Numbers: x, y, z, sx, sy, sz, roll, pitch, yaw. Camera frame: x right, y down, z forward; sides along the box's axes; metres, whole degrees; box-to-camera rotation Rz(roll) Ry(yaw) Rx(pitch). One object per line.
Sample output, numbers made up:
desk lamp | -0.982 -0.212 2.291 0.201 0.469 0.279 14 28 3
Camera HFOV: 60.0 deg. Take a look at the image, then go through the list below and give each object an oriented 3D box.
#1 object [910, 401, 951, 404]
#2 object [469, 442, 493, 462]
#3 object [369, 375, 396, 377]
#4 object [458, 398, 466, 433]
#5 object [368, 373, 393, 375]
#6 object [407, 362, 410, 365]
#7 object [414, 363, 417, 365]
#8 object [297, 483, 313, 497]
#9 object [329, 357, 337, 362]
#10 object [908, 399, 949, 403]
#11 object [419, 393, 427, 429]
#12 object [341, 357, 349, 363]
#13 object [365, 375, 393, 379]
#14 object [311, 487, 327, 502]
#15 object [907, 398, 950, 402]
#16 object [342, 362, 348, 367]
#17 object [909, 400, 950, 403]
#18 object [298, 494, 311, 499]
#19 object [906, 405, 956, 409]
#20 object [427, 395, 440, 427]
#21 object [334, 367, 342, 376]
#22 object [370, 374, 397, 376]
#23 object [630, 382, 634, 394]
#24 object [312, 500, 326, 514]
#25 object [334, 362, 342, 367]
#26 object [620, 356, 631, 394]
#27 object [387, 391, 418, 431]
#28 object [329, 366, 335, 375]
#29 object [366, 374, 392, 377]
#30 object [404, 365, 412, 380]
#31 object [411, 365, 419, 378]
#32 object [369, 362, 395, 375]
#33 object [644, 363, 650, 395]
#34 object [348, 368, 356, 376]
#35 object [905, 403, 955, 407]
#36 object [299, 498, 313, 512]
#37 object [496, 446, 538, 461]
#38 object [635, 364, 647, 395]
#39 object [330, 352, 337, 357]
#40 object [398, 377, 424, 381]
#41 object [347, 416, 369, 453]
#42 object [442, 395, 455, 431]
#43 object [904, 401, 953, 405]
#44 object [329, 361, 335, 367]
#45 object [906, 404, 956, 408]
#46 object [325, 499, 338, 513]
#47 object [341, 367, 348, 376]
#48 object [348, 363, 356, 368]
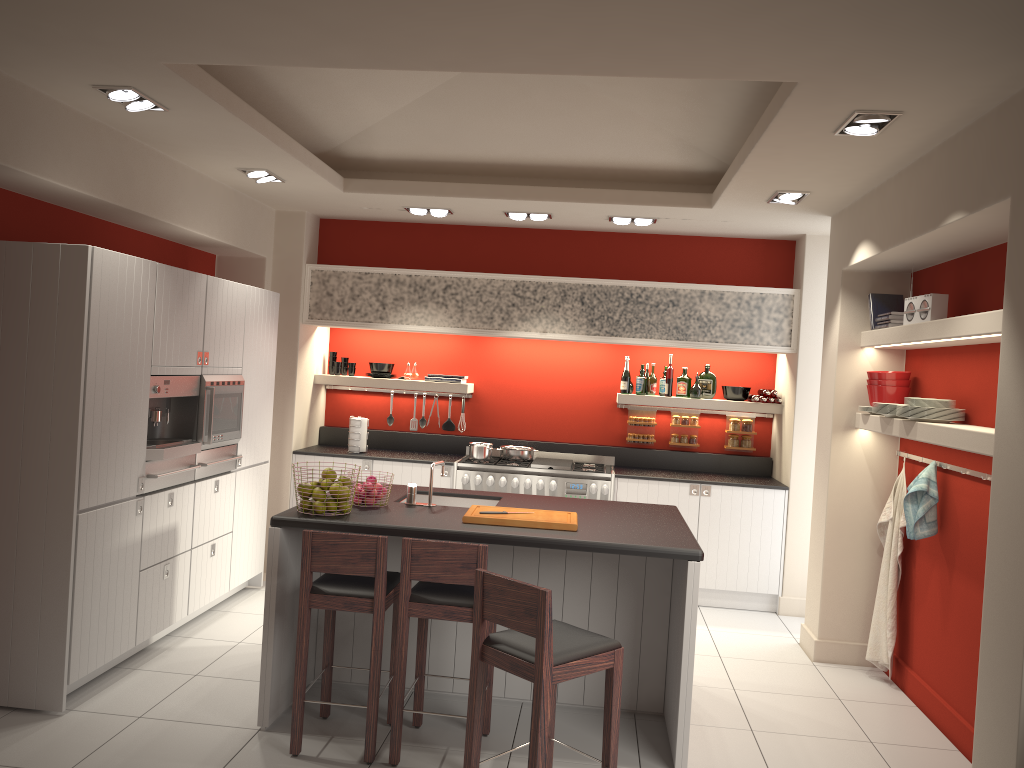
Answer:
object | 2.278 0.107 4.835 0.255 0.015 0.255 3 1 -13
object | -0.262 0.570 7.399 0.201 0.148 0.201 4 1 -2
object | -1.177 -0.066 7.969 0.280 0.016 0.280 4 1 5
object | -0.446 0.277 8.017 0.069 0.328 0.069 3 1 -17
object | -1.176 -0.082 7.969 0.280 0.016 0.280 4 1 5
object | -0.919 -0.180 7.882 0.023 0.031 0.024 3 1 -43
object | -0.867 -0.177 7.957 0.026 0.032 0.023 3 1 -12
object | -1.024 0.524 4.385 0.077 0.068 0.076 4 1 -1
object | -1.624 -0.209 8.039 0.070 0.076 0.070 3 1 -23
object | 2.278 0.097 4.835 0.255 0.015 0.255 3 1 -13
object | -0.803 0.243 8.050 0.067 0.323 0.022 4 1 4
object | -1.513 -0.202 8.028 0.070 0.076 0.070 3 1 -23
object | -1.178 -0.061 7.969 0.280 0.016 0.280 4 1 5
object | -0.956 0.549 4.393 0.076 0.077 0.076 3 1 -30
object | 2.278 0.092 4.835 0.255 0.015 0.255 3 1 -13
object | -1.516 -0.158 8.029 0.070 0.076 0.070 3 1 -23
object | 2.278 0.102 4.835 0.255 0.015 0.255 3 1 -13
object | -1.037 0.543 4.451 0.076 0.077 0.076 3 1 -30
object | 2.276 0.131 4.836 0.255 0.015 0.255 3 1 -13
object | -0.704 0.246 8.042 0.124 0.297 0.009 4 1 6
object | -1.547 -0.113 7.875 0.070 0.076 0.070 3 1 -23
object | -1.177 -0.077 7.969 0.280 0.016 0.280 4 1 5
object | 1.020 -0.028 7.825 0.113 0.226 0.113 3 1 -43
object | -0.944 0.604 4.342 0.068 0.068 0.068 4 1 17
object | -1.545 -0.157 7.875 0.070 0.076 0.070 3 1 -23
object | 0.985 -0.079 7.643 0.083 0.331 0.083 3 1 -23
object | -0.992 0.245 8.066 0.287 0.351 0.022 4 1 7
object | -1.629 -0.121 8.040 0.070 0.076 0.070 3 1 -23
object | -1.177 -0.072 7.969 0.280 0.016 0.280 4 1 5
object | -0.923 -0.105 7.882 0.076 0.131 0.076 3 1 -42
object | -0.874 -0.103 7.957 0.077 0.134 0.076 3 1 -11
object | -1.173 -0.134 7.968 0.232 0.108 0.232 3 1 -43
object | 1.184 -0.042 7.797 0.083 0.277 0.083 4 1 9
object | -1.431 -0.107 7.914 0.070 0.076 0.070 3 1 -23
object | 2.277 0.121 4.836 0.255 0.015 0.255 3 1 -13
object | -1.017 0.599 4.391 0.068 0.068 0.068 4 1 17
object | 0.042 0.602 7.695 0.309 0.105 0.309 4 1 33
object | 1.114 -0.037 7.609 0.094 0.264 0.094 3 1 -6
object | -1.621 -0.253 8.039 0.070 0.076 0.070 3 1 -23
object | -0.902 -0.048 7.920 0.160 0.027 0.183 4 1 34
object | -1.315 0.430 7.558 0.163 0.304 0.168 4 1 34
object | -0.564 0.263 8.047 0.123 0.331 0.040 4 1 6
object | 2.277 0.111 4.835 0.255 0.015 0.255 3 1 -13
object | -1.626 -0.165 8.040 0.070 0.076 0.070 3 1 -23
object | 2.276 0.126 4.836 0.255 0.015 0.255 3 1 -13
object | -0.901 0.605 4.413 0.068 0.068 0.068 4 1 17
object | -1.519 -0.114 8.029 0.070 0.076 0.070 3 1 -23
object | -1.428 -0.151 7.914 0.070 0.076 0.070 3 1 -23
